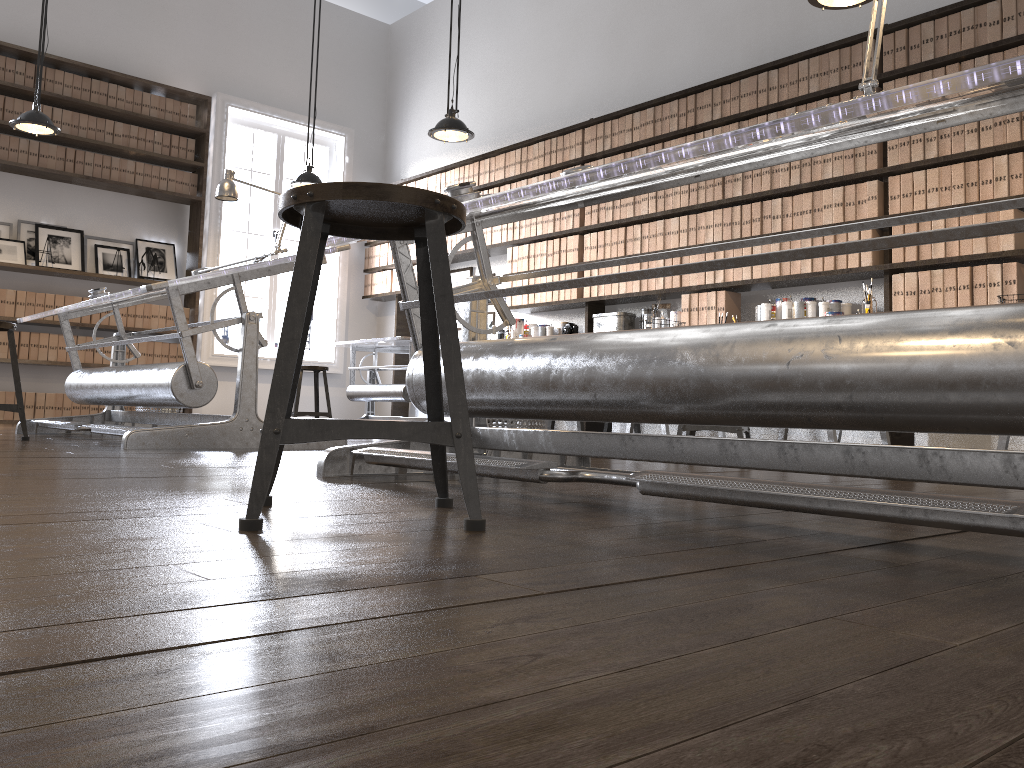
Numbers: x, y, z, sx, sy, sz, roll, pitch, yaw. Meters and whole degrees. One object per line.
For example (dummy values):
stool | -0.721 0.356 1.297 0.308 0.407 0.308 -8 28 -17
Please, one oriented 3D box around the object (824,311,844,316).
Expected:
object | 1.794 -0.328 4.927 0.104 0.142 0.104 4 -5 -33

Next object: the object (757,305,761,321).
object | 1.571 -0.434 5.555 0.063 0.118 0.062 2 -4 0

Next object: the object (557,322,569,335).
object | 0.387 -0.409 6.955 0.107 0.162 0.235 1 -3 14

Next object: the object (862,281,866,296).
object | 1.919 -0.454 4.799 0.007 0.215 0.055 5 -6 -34

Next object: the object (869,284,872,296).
object | 1.929 -0.442 4.782 0.008 0.187 0.071 2 -5 1

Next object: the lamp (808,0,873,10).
lamp | 1.464 -2.798 3.902 0.312 2.263 0.309 3 -5 -16

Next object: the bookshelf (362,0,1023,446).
bookshelf | 1.623 -0.456 5.658 0.372 3.221 9.166 6 -5 -41

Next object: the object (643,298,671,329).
object | 1.011 -0.502 6.281 0.181 0.273 0.156 -1 -5 33

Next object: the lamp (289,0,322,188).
lamp | -1.658 -2.762 7.452 0.310 2.263 0.311 -1 -6 28

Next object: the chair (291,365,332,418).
chair | -1.624 0.124 7.014 0.357 0.530 0.371 4 -5 -33

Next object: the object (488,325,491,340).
object | -0.202 -0.357 7.088 0.068 0.231 0.069 6 -7 -44

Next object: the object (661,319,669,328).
object | 1.115 -0.411 6.151 0.181 0.094 0.062 3 -4 -27

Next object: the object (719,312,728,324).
object | 1.327 -0.351 5.610 0.101 0.210 0.101 1 -5 4

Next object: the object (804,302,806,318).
object | 1.777 -0.434 5.391 0.045 0.128 0.044 4 -5 -23

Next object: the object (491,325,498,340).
object | -0.148 -0.357 7.135 0.068 0.238 0.069 6 -7 -44

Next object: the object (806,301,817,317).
object | 1.803 -0.435 5.335 0.062 0.120 0.061 0 -5 17

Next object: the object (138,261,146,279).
object | -3.199 -0.980 7.648 0.066 0.166 0.040 6 -6 -41

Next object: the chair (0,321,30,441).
chair | -2.377 -0.012 3.894 0.358 0.530 0.370 0 -5 27

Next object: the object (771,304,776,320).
object | 1.621 -0.434 5.526 0.044 0.128 0.045 6 -6 -41

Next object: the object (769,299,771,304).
object | 1.639 -0.456 5.591 0.009 0.169 0.041 6 -6 -38

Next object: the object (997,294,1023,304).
object | 2.492 -0.343 4.230 0.284 0.161 0.203 -1 -4 41

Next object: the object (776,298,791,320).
object | 1.686 -0.449 5.501 0.095 0.162 0.094 -3 -6 45

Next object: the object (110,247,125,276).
object | -3.360 -1.036 7.547 0.123 0.261 0.040 6 -6 -41

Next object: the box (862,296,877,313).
box | 1.937 -0.369 4.747 0.137 0.208 0.211 5 -5 -41

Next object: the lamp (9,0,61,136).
lamp | -3.204 -2.857 6.110 0.310 2.263 0.311 -1 -6 28

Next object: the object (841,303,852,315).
object | 1.964 -0.425 5.205 0.062 0.096 0.061 2 -4 -9

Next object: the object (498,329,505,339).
object | -0.085 -0.349 7.190 0.068 0.231 0.069 6 -7 -44

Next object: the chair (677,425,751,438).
chair | 1.055 0.116 4.599 0.371 0.530 0.357 0 -4 22

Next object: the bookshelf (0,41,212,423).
bookshelf | -3.866 -0.820 7.278 2.467 3.740 0.412 5 -6 -41

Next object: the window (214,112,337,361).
window | -2.299 -1.376 8.589 1.241 2.320 0.153 6 -6 -41

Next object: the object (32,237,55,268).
object | -3.786 -1.064 7.159 0.174 0.261 0.040 5 -6 -41

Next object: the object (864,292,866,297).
object | 1.919 -0.429 4.785 0.038 0.154 0.008 1 -5 8

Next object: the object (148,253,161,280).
object | -3.142 -1.022 7.785 0.110 0.263 0.040 6 -6 -41

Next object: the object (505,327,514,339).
object | 0.108 -0.390 7.054 0.344 0.147 0.077 3 -4 -19

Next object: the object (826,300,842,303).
object | 1.933 -0.435 5.313 0.094 0.130 0.094 -1 -5 36

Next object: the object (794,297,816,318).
object | 1.780 -0.449 5.411 0.205 0.162 0.094 4 -5 -39

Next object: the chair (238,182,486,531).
chair | -0.241 -0.037 1.473 0.358 0.530 0.370 3 -4 -13

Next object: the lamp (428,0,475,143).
lamp | -0.372 -2.776 5.993 0.310 2.263 0.311 -1 -6 28

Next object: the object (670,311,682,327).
object | 1.133 -0.430 6.073 0.094 0.128 0.094 4 -5 -34

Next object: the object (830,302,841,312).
object | 1.895 -0.427 5.191 0.062 0.095 0.063 2 -4 -9

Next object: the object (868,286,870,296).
object | 1.923 -0.439 4.777 0.021 0.181 0.005 4 -5 -22

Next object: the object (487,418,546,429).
object | -0.019 0.092 2.980 0.352 0.379 0.352 3 -4 -19

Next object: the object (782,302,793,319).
object | 1.673 -0.438 5.378 0.062 0.120 0.061 0 -5 17

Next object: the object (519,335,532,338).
object | 0.104 -0.308 6.851 0.105 0.142 0.103 -2 -5 41

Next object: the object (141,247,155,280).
object | -3.175 -1.046 7.721 0.118 0.305 0.040 6 -6 -41

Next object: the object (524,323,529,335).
object | 0.121 -0.427 7.283 0.051 0.140 0.050 6 -6 -43

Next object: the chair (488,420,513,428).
chair | -0.194 0.135 6.126 0.357 0.530 0.371 4 -5 -33

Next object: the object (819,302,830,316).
object | 1.829 -0.430 5.186 0.062 0.096 0.061 2 -4 -9

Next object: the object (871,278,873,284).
object | 1.943 -0.461 4.795 0.020 0.229 0.007 3 -5 -10

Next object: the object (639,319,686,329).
object | 0.988 -0.330 5.805 0.283 0.161 0.203 4 -4 -41

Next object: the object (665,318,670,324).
object | 1.099 -0.414 6.194 0.062 0.094 0.063 1 -4 11

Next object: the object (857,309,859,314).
object | 1.887 -0.335 4.853 0.005 0.148 0.033 6 -7 -42

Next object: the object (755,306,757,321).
object | 1.577 -0.432 5.621 0.062 0.120 0.061 2 -4 0

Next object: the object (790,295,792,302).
object | 1.716 -0.459 5.429 0.029 0.169 0.004 3 -5 -19

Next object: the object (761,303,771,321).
object | 1.575 -0.437 5.485 0.062 0.120 0.061 1 -4 9

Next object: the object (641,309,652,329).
object | 0.974 -0.450 6.434 0.079 0.189 0.078 -1 -5 28

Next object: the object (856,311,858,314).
object | 1.877 -0.336 4.856 0.005 0.131 0.040 6 -7 -43
